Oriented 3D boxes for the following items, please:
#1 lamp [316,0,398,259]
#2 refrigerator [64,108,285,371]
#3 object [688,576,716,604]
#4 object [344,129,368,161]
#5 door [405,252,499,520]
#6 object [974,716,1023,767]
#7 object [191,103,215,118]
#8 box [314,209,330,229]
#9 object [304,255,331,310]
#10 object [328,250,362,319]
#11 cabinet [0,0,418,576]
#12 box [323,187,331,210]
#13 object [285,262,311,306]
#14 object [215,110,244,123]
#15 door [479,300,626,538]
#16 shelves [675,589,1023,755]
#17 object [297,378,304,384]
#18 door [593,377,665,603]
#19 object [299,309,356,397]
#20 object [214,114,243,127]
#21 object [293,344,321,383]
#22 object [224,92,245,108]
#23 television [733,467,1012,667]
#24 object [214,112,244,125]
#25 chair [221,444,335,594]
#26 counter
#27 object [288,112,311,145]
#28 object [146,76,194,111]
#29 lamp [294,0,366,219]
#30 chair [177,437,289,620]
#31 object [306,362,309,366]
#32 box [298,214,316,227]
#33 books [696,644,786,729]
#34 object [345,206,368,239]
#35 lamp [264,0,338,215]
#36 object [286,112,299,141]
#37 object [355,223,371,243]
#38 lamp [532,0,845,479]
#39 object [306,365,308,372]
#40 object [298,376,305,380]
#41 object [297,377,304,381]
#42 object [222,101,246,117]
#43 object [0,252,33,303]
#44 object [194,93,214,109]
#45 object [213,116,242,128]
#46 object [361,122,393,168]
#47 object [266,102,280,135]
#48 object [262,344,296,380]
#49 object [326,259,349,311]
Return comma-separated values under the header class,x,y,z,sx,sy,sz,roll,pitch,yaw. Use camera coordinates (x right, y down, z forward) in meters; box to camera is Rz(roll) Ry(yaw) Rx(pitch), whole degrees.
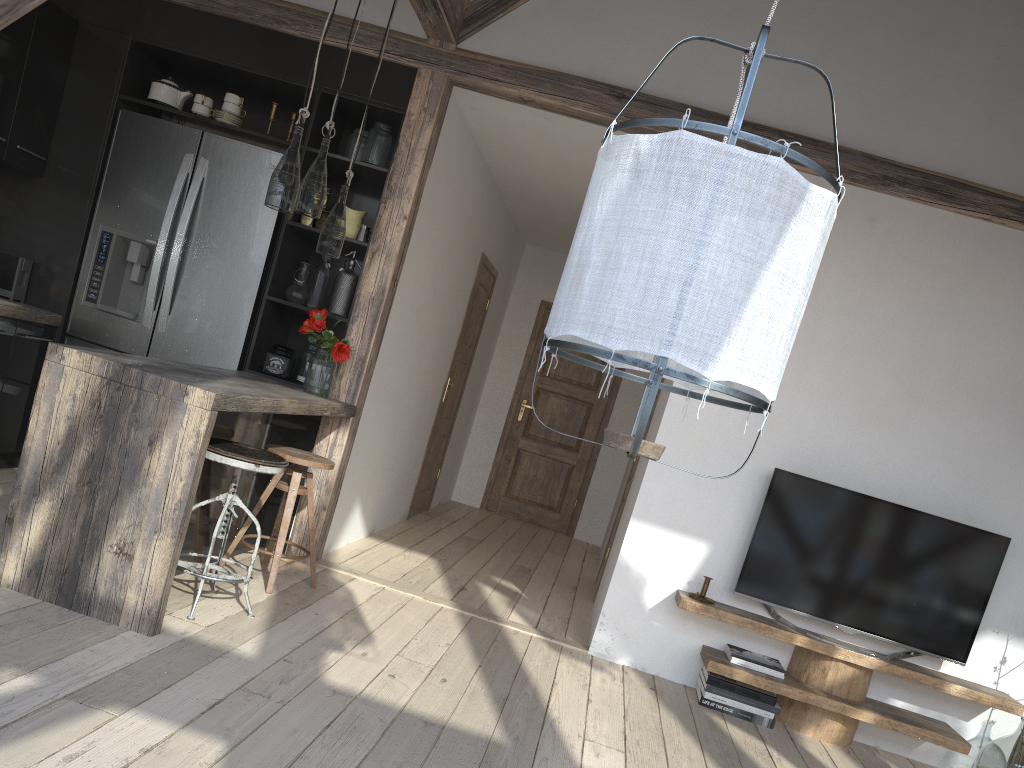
class,x,y,z,sx,sy,sz,roll,pitch,yaw
lamp,-0.565,-1.194,3.784,0.225,1.354,0.108,17,6,8
refrigerator,-1.768,-0.318,4.851,0.940,1.940,0.846,17,5,6
object,0.922,0.979,4.208,0.140,0.113,0.137,16,2,-11
object,-0.780,-1.197,4.484,0.128,0.174,0.123,13,5,-44
door,-0.460,0.052,6.959,0.081,2.090,0.836,17,5,7
object,2.519,1.400,4.020,0.518,1.131,0.271,16,6,-8
object,-1.583,-1.383,4.497,0.107,0.068,0.092,16,2,-32
box,-0.958,-0.829,4.521,0.082,0.114,0.083,18,4,16
object,-0.984,-0.530,4.511,0.086,0.305,0.085,16,5,-2
object,-0.842,-0.512,4.478,0.106,0.353,0.110,20,7,36
cabinet,-1.992,-0.699,2.823,2.085,2.526,4.205,17,1,7
box,-0.978,-0.953,4.505,0.083,0.114,0.081,16,4,-14
object,-1.107,-0.523,4.607,0.131,0.222,0.132,18,4,18
object,-1.438,-1.353,4.474,0.151,0.026,0.145,17,-1,-42
door,0.428,0.340,8.316,0.938,2.090,0.081,17,6,5
shelves,1.495,1.445,4.130,1.597,0.455,0.329,17,4,5
object,-1.025,0.013,4.617,0.218,0.025,0.210,17,-1,-36
door,0.871,0.438,5.976,0.081,2.090,0.836,17,5,7
object,-0.918,-0.151,4.315,0.305,0.419,0.254,20,5,39
object,-1.445,-1.331,4.477,0.151,0.026,0.145,17,-1,-42
object,-1.097,-0.104,4.757,0.125,0.208,0.123,16,4,-7
object,-1.408,-1.425,4.465,0.106,0.068,0.093,17,2,-8
television,1.655,0.887,4.114,1.099,0.713,0.205,17,5,5
object,-1.441,-1.342,4.475,0.151,0.026,0.145,17,-1,-42
chair,-1.036,0.603,3.995,0.336,0.601,0.343,19,5,26
counter,-2.186,0.109,2.703,2.233,0.859,3.805,17,0,7
object,-1.059,-1.282,4.411,0.097,0.174,0.094,15,5,-20
object,-1.774,-1.496,4.551,0.189,0.176,0.203,14,3,-43
lamp,-0.593,-1.262,3.470,0.237,1.250,0.108,18,6,17
chair,-1.113,0.551,3.383,0.346,0.642,0.358,20,6,40
object,-1.006,-0.052,4.610,0.160,0.085,0.163,17,1,20
box,-1.041,-0.854,4.532,0.082,0.114,0.082,17,4,6
books,1.089,1.418,4.176,0.358,0.267,0.289,17,2,6
object,-0.836,-0.822,4.518,0.150,0.172,0.134,16,3,-8
lamp,-0.627,-1.250,3.184,0.224,1.301,0.107,17,6,8
object,-1.126,-1.301,4.487,0.061,0.174,0.062,20,6,35
object,-0.744,-0.757,4.452,0.093,0.097,0.074,17,3,7
lamp,0.472,-0.787,1.429,0.405,1.913,0.398,11,8,-42
object,-1.011,-0.034,4.612,0.160,0.085,0.163,17,1,20
object,-1.020,-0.003,4.616,0.218,0.025,0.210,17,-1,-31
object,-1.022,0.005,4.617,0.217,0.025,0.210,17,-1,-26
object,-1.424,-1.383,4.474,0.093,0.068,0.106,17,1,17
object,-2.681,-0.579,4.538,0.350,0.229,0.087,17,5,5
object,-1.570,-1.428,4.485,0.104,0.068,0.095,18,2,34
object,-1.448,-1.320,4.478,0.146,0.023,0.150,16,-1,33
object,-0.668,-1.182,4.383,0.124,0.208,0.124,17,4,11
object,-1.210,-1.324,4.424,0.059,0.169,0.058,16,5,-9
object,-1.208,-0.118,4.588,0.134,0.166,0.133,16,3,-4
object,-0.898,-0.502,4.618,0.087,0.305,0.084,12,7,-37
